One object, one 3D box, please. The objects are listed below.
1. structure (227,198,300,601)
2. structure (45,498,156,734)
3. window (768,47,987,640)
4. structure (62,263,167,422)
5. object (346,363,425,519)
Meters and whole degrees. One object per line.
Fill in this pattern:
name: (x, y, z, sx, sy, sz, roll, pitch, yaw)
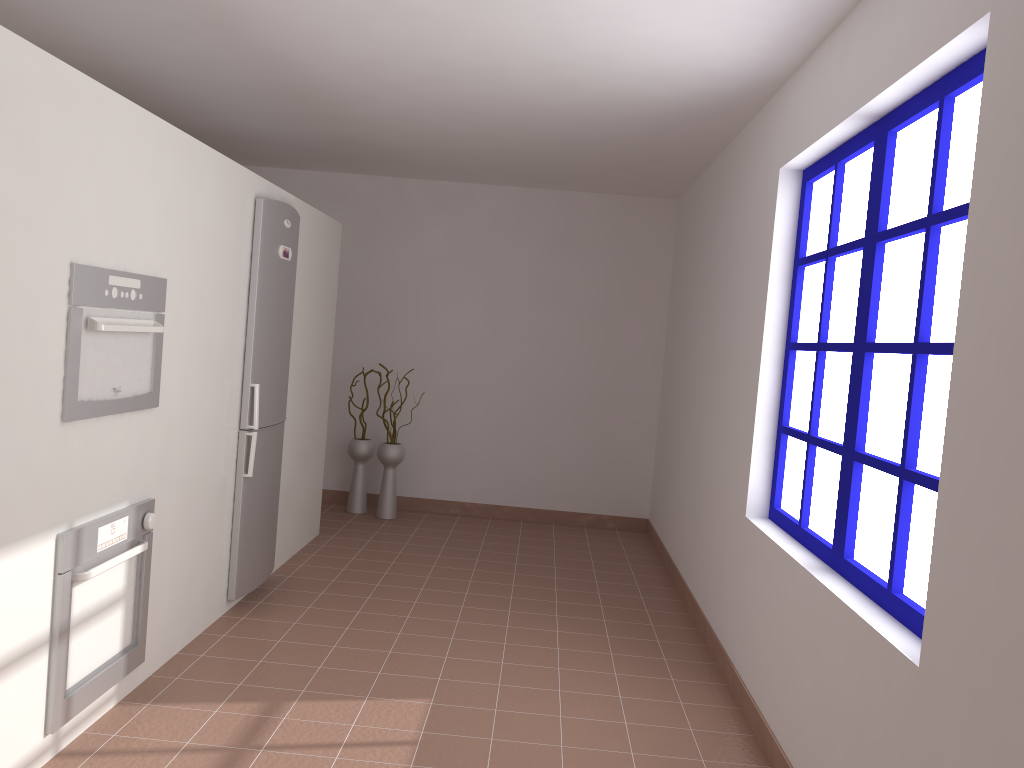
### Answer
structure: (-1.181, 0.059, 4.318, 0.089, 1.862, 0.604, 5, 3, 2)
structure: (-1.305, 0.715, 2.871, 0.058, 0.592, 0.596, 5, 3, 2)
window: (1.106, -0.114, 2.789, 0.035, 1.430, 1.699, 5, 3, 2)
structure: (-1.228, -0.129, 2.826, 0.056, 0.454, 0.614, 5, 3, 2)
object: (-0.898, 0.411, 6.391, 0.655, 1.112, 0.284, 6, 3, 21)
